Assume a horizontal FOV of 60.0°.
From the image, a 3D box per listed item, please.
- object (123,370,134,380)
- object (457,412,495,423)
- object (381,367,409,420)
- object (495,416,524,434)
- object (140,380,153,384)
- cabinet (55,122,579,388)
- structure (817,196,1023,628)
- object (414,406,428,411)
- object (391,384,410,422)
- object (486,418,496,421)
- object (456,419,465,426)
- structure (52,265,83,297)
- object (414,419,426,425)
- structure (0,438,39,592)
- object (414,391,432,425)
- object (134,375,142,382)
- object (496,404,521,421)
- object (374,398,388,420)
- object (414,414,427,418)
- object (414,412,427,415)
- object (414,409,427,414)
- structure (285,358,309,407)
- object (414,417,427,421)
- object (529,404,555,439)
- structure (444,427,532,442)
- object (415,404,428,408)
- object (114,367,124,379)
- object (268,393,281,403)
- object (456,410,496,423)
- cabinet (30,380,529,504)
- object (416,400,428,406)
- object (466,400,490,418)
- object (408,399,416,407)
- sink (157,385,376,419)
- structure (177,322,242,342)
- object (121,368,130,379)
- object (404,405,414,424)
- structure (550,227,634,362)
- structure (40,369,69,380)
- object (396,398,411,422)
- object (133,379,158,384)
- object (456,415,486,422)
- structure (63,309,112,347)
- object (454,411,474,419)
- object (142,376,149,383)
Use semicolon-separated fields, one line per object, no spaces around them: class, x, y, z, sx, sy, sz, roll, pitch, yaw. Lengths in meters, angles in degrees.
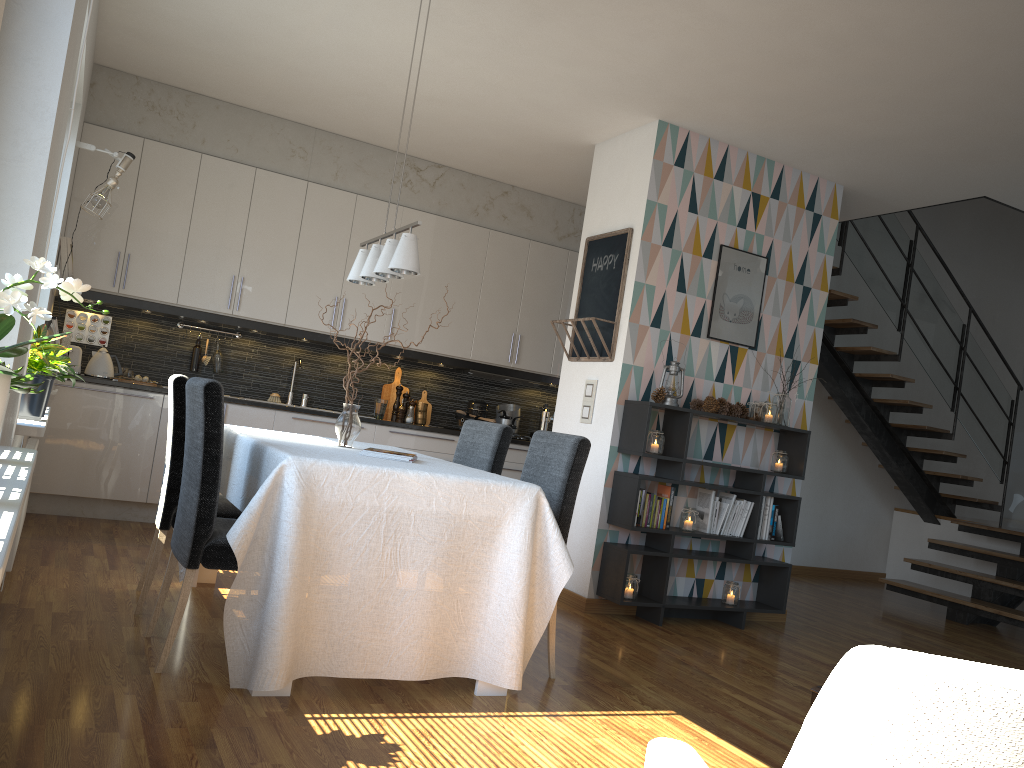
object;-2.545;-0.057;5.887;0.065;0.064;0.065;10;-3;-27
object;-0.288;0.260;6.916;0.334;0.044;0.064;7;-3;25
object;-0.908;0.075;6.899;0.219;0.419;0.029;10;-2;-27
object;0.013;0.324;7.102;0.347;0.154;0.200;6;-3;43
object;-2.525;-0.024;5.986;0.248;0.015;0.024;8;-3;18
cabinet;-0.958;-0.764;6.600;4.240;1.069;0.458;10;-2;-27
structure;3.511;-0.066;7.193;4.586;4.129;2.683;10;-2;-27
object;-0.695;0.192;6.758;0.100;0.036;0.100;10;-3;-33
object;-0.840;0.145;6.731;0.123;0.282;0.061;10;-2;-27
object;-0.290;0.267;6.969;0.336;0.021;0.065;8;-3;22
object;-0.364;0.306;6.974;0.232;0.061;0.352;7;-3;37
structure;-2.510;-0.569;5.018;0.147;0.129;0.594;10;-3;-27
object;-0.704;0.292;6.762;0.100;0.036;0.100;8;-3;6
structure;-2.103;0.517;3.783;0.078;0.459;1.456;10;-3;-25
object;-0.703;0.186;6.998;0.146;0.273;0.043;10;-2;-27
object;-2.479;-0.036;5.880;0.045;0.045;0.046;10;-3;-24
object;-0.073;0.231;7.088;0.202;0.169;0.371;7;-3;36
object;-0.956;0.183;6.419;0.102;0.146;0.102;10;-2;-27
object;-0.701;0.252;6.761;0.099;0.051;0.099;11;-3;-41
object;-0.701;0.232;6.763;0.100;0.043;0.100;11;-3;-39
object;-0.699;0.210;6.762;0.099;0.057;0.101;9;-3;-15
structure;-1.528;-0.006;6.481;0.167;0.347;0.195;10;-3;-34
object;-0.702;0.270;6.761;0.100;0.048;0.099;9;-3;-8
object;0.358;0.315;7.364;0.353;0.370;0.206;10;-2;-27
structure;-0.141;0.391;6.963;0.663;0.041;0.500;10;-3;-27
object;-0.693;0.175;6.759;0.100;0.036;0.100;9;-3;2
object;-2.596;-0.074;5.837;0.071;0.076;0.071;10;-3;-35
object;-1.719;0.100;6.429;0.097;0.065;0.099;10;-3;-35
object;-0.282;0.255;6.932;0.334;0.061;0.059;8;-2;16
cabinet;-1.004;0.629;6.229;4.227;0.690;0.040;10;-2;-27
object;-0.688;0.155;6.759;0.100;0.047;0.099;10;-3;-31
object;-0.275;0.210;7.067;0.197;0.159;0.190;8;-3;20
object;-0.763;0.205;6.709;0.058;0.184;0.058;9;-2;6
sink;-1.706;0.208;6.157;1.423;0.168;0.474;10;-3;-27
structure;-2.124;-0.364;6.246;0.443;0.081;0.067;10;-3;-27
object;-2.602;-0.070;5.933;0.071;0.076;0.071;10;-3;-27
object;-0.761;0.227;6.633;0.069;0.135;0.069;7;-3;38
structure;0.448;-0.529;5.224;0.185;0.775;0.495;10;-2;-27
structure;-2.581;-0.102;5.002;0.147;0.129;0.594;10;-3;-27
object;-0.819;0.190;6.649;0.081;0.192;0.058;11;-3;-43
object;-2.512;-0.023;6.006;0.248;0.017;0.024;8;-2;8
object;-0.330;0.275;6.968;0.243;0.082;0.347;8;-3;10
structure;-2.829;-0.372;5.904;0.280;0.209;0.045;10;-2;-27
object;-0.317;0.264;6.975;0.246;0.080;0.356;10;-3;-24
object;-2.450;-0.029;5.921;0.043;0.043;0.044;10;-3;-30
